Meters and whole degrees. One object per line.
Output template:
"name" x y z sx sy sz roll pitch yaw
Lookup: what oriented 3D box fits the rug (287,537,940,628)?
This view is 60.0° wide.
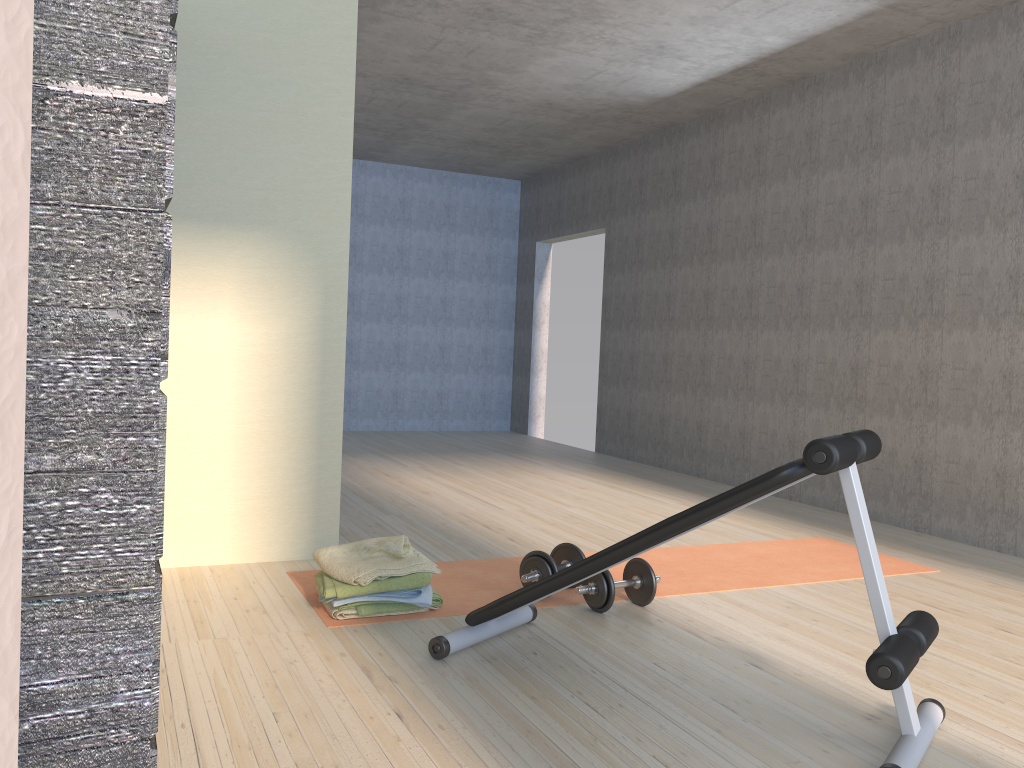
"rug" 0.522 0.793 3.751 2.779 0.002 0.716 1 3 -25

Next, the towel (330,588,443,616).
"towel" -0.470 0.729 3.146 0.380 0.081 0.367 1 3 -27

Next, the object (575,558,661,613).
"object" 0.387 0.725 3.205 0.385 0.176 0.176 1 3 -33

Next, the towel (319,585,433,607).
"towel" -0.475 0.704 3.121 0.383 0.078 0.383 2 2 -8

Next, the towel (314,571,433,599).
"towel" -0.492 0.668 3.101 0.376 0.085 0.371 2 2 -20

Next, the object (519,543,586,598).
"object" 0.158 0.700 3.339 0.176 0.176 0.385 4 3 37

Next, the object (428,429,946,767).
"object" 0.446 0.468 2.426 1.312 0.746 0.505 4 3 35

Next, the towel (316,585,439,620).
"towel" -0.492 0.751 3.146 0.376 0.044 0.371 1 3 -26

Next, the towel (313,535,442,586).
"towel" -0.478 0.613 3.124 0.384 0.123 0.373 0 3 -41
